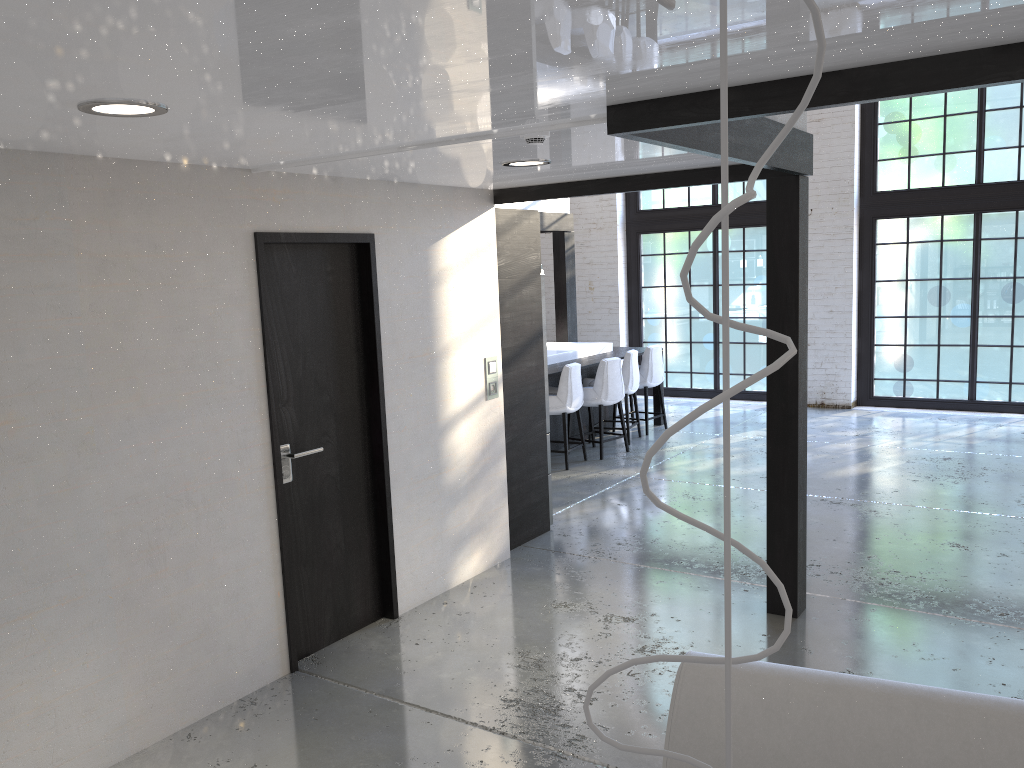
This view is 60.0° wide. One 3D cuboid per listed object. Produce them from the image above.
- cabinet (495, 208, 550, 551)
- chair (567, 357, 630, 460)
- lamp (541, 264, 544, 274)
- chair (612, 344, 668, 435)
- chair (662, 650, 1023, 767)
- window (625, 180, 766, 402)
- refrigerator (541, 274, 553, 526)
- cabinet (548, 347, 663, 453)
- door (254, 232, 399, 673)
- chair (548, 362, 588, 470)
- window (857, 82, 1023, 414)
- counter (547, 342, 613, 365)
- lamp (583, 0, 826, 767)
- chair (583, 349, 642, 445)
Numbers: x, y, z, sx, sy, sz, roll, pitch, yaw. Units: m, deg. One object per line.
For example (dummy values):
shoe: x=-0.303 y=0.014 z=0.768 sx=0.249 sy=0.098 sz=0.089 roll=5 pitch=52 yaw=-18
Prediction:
cabinet: x=-0.720 y=-0.364 z=8.431 sx=4.273 sy=2.320 sz=4.224 roll=3 pitch=9 yaw=34
chair: x=0.810 y=0.229 z=8.554 sx=0.578 sy=0.986 sz=0.501 roll=-10 pitch=11 yaw=-44
lamp: x=-0.470 y=-1.468 z=10.167 sx=1.947 sy=0.625 sz=0.123 roll=3 pitch=10 yaw=34
chair: x=1.379 y=0.063 z=9.638 sx=0.501 sy=0.986 sz=0.578 roll=4 pitch=11 yaw=40
chair: x=0.738 y=1.172 z=1.837 sx=1.007 sy=0.786 sz=1.023 roll=1 pitch=9 yaw=25
window: x=2.606 y=-2.326 z=11.369 sx=2.490 sy=5.190 sz=0.137 roll=3 pitch=10 yaw=34
refrigerator: x=-0.286 y=0.166 z=6.072 sx=0.852 sy=1.776 sz=0.819 roll=3 pitch=10 yaw=34
cabinet: x=0.387 y=0.194 z=9.234 sx=1.370 sy=0.912 sz=2.687 roll=3 pitch=9 yaw=34
door: x=-0.956 y=0.310 z=4.351 sx=0.271 sy=2.062 sz=0.749 roll=3 pitch=10 yaw=34
chair: x=0.392 y=0.296 z=8.178 sx=0.501 sy=0.986 sz=0.578 roll=2 pitch=9 yaw=30
window: x=5.108 y=-2.214 z=9.696 sx=2.490 sy=5.190 sz=0.137 roll=3 pitch=10 yaw=34
counter: x=0.068 y=-0.274 z=9.073 sx=0.976 sy=0.095 sz=2.289 roll=3 pitch=9 yaw=34
lamp: x=0.126 y=0.084 z=0.518 sx=0.435 sy=1.350 sz=0.435 roll=-10 pitch=11 yaw=-41
chair: x=1.054 y=0.141 z=9.151 sx=0.501 sy=0.986 sz=0.578 roll=1 pitch=9 yaw=25
